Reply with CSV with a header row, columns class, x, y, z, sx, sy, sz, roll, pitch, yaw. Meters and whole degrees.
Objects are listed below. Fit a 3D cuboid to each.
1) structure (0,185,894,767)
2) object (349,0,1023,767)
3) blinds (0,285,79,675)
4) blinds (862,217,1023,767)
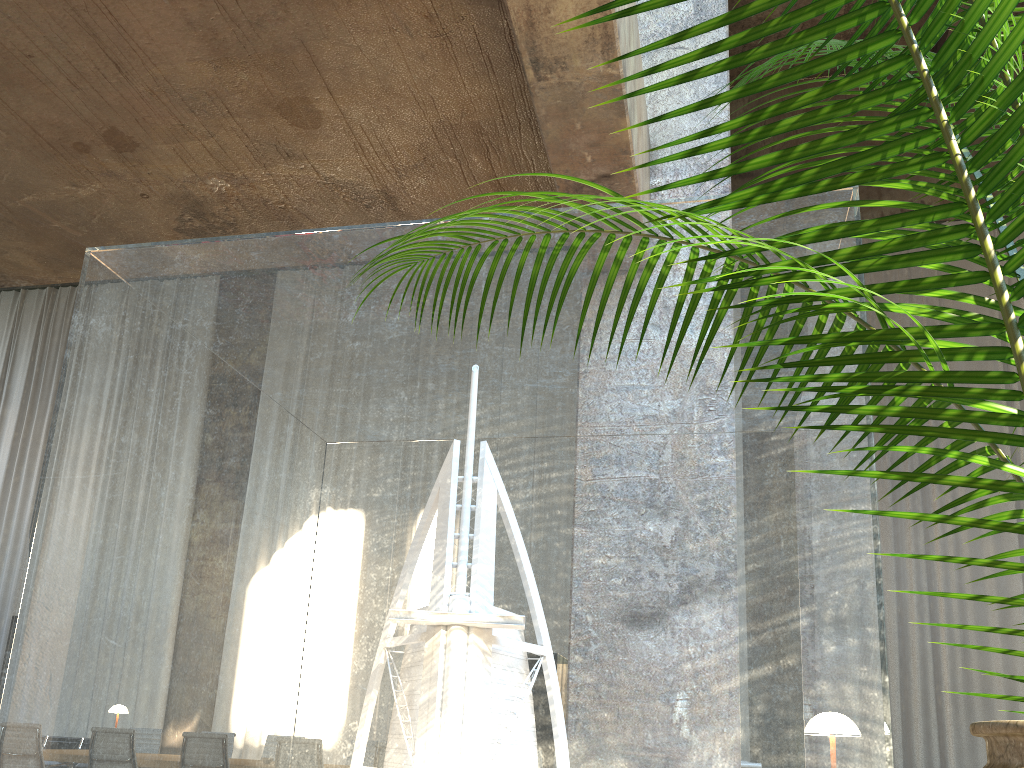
class,x,y,z,sx,sy,sz,roll,pitch,yaw
structure,-0.048,0.679,0.892,0.743,1.490,0.616,-1,-17,13
object,0.316,-0.203,0.361,0.858,0.905,0.715,2,-18,4
blinds,-9.002,2.235,15.063,7.825,8.333,0.285,-1,-16,12
blinds,7.892,1.562,11.231,7.828,8.332,0.284,-2,-16,14
